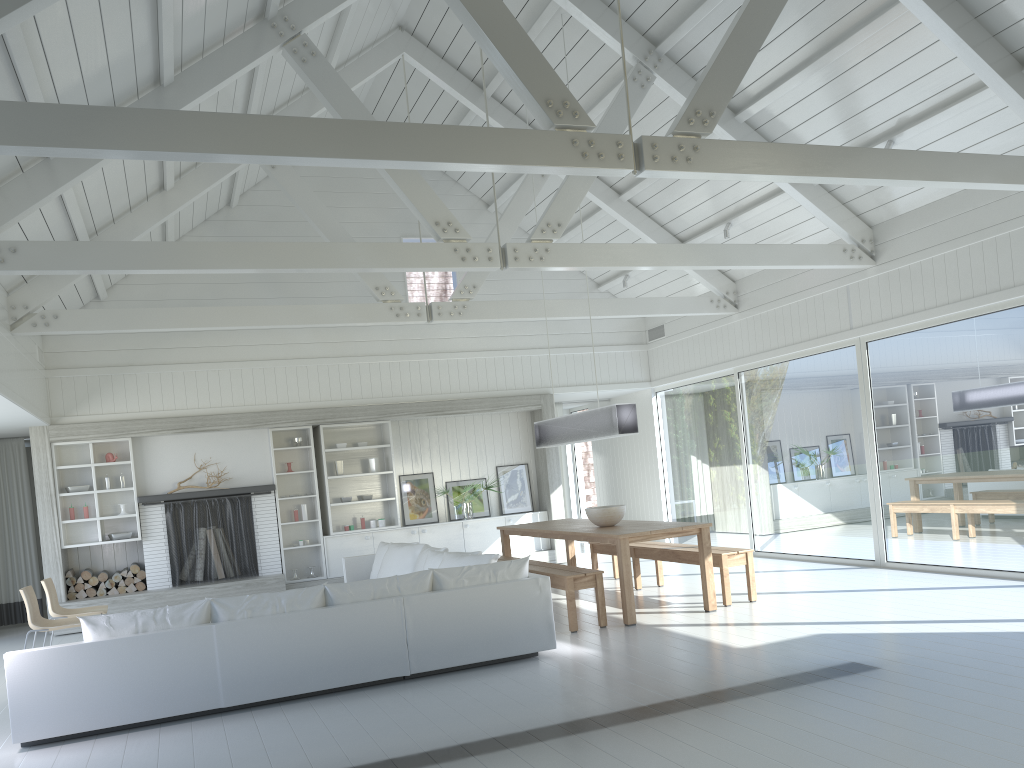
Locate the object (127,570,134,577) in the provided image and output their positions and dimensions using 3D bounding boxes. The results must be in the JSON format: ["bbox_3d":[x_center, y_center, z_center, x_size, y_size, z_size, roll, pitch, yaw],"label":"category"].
[{"bbox_3d":[-4.700,2.322,10.846,0.080,0.080,0.481,-4,-6,-23],"label":"object"}]

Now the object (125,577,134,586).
[{"bbox_3d":[-4.707,2.415,10.855,0.109,0.109,0.497,-4,-5,-23],"label":"object"}]

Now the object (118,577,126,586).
[{"bbox_3d":[-4.782,2.422,10.812,0.080,0.080,0.481,-4,-6,-23],"label":"object"}]

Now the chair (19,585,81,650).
[{"bbox_3d":[-3.797,2.061,7.348,0.553,0.780,0.598,-5,-2,-21],"label":"chair"}]

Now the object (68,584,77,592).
[{"bbox_3d":[-5.287,2.451,10.618,0.080,0.080,0.481,-4,-6,-23],"label":"object"}]

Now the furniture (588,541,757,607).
[{"bbox_3d":[1.542,1.888,9.041,0.339,0.471,2.696,-5,-5,-21],"label":"furniture"}]

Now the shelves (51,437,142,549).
[{"bbox_3d":[-5.007,1.315,10.676,0.863,1.240,0.551,-5,-1,-21],"label":"shelves"}]

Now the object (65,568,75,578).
[{"bbox_3d":[-5.318,2.273,10.611,0.080,0.080,0.481,-4,-6,-23],"label":"object"}]

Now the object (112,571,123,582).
[{"bbox_3d":[-4.835,2.359,10.807,0.109,0.109,0.497,-4,-5,-23],"label":"object"}]

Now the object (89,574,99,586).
[{"bbox_3d":[-5.073,2.380,10.716,0.109,0.109,0.497,-4,-5,-23],"label":"object"}]

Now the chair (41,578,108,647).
[{"bbox_3d":[-4.023,2.158,8.097,0.553,0.780,0.598,-5,-2,-21],"label":"chair"}]

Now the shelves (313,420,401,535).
[{"bbox_3d":[-2.102,1.267,11.929,0.936,1.444,0.607,-5,-1,-21],"label":"shelves"}]

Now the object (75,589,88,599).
[{"bbox_3d":[-5.195,2.535,10.682,0.133,0.147,0.551,-5,-5,-22],"label":"object"}]

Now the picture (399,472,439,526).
[{"bbox_3d":[-1.285,1.591,12.190,0.493,0.704,0.065,-5,0,-21],"label":"picture"}]

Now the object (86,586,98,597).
[{"bbox_3d":[-5.095,2.512,10.704,0.109,0.111,0.497,-4,-5,-23],"label":"object"}]

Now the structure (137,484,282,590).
[{"bbox_3d":[-3.824,1.999,11.231,1.611,1.287,0.863,-4,-2,-21],"label":"structure"}]

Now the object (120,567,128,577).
[{"bbox_3d":[-4.760,2.314,10.823,0.086,0.091,0.482,-4,-5,-23],"label":"object"}]

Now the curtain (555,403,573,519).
[{"bbox_3d":[0.466,1.488,13.974,1.003,2.372,0.117,-5,0,-21],"label":"curtain"}]

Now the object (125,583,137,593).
[{"bbox_3d":[-4.690,2.506,10.876,0.133,0.147,0.551,-5,-5,-22],"label":"object"}]

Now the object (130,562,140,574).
[{"bbox_3d":[-4.649,2.271,10.882,0.109,0.111,0.497,-4,-5,-23],"label":"object"}]

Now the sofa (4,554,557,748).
[{"bbox_3d":[-2.052,1.952,7.665,3.466,0.737,4.158,-3,-6,-21],"label":"sofa"}]

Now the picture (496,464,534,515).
[{"bbox_3d":[0.045,1.515,12.702,0.493,0.704,0.065,-5,0,-21],"label":"picture"}]

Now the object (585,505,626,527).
[{"bbox_3d":[0.894,1.257,8.361,0.388,0.185,0.392,-3,-5,-30],"label":"object"}]

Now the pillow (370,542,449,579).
[{"bbox_3d":[-1.044,1.878,9.043,0.460,0.477,2.070,-4,-5,-29],"label":"pillow"}]

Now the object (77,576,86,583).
[{"bbox_3d":[-5.205,2.350,10.652,0.080,0.080,0.481,-4,-6,-23],"label":"object"}]

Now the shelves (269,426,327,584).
[{"bbox_3d":[-2.859,1.587,11.630,0.539,2.001,0.607,-6,0,-21],"label":"shelves"}]

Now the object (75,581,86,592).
[{"bbox_3d":[-5.212,2.443,10.661,0.109,0.109,0.497,-4,-5,-23],"label":"object"}]

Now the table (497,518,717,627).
[{"bbox_3d":[0.806,1.784,8.768,0.903,0.762,2.966,-4,-5,-21],"label":"table"}]

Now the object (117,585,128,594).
[{"bbox_3d":[-4.782,2.515,10.832,0.108,0.106,0.517,-4,-5,-23],"label":"object"}]

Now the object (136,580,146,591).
[{"bbox_3d":[-4.590,2.483,10.899,0.109,0.111,0.497,-4,-5,-23],"label":"object"}]

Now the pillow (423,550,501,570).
[{"bbox_3d":[-0.487,1.666,7.475,0.464,0.477,1.326,-4,-5,-30],"label":"pillow"}]

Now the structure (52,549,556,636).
[{"bbox_3d":[-2.594,2.633,12.004,6.330,0.346,1.893,-3,-6,-21],"label":"structure"}]

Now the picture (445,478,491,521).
[{"bbox_3d":[-0.619,1.630,12.456,0.607,0.553,0.054,-4,0,-21],"label":"picture"}]

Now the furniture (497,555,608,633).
[{"bbox_3d":[0.149,1.968,8.505,0.339,0.471,2.696,-5,-5,-21],"label":"furniture"}]

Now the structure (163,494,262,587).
[{"bbox_3d":[-3.698,1.931,10.899,1.094,1.064,0.117,-4,0,-21],"label":"structure"}]

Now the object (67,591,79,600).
[{"bbox_3d":[-5.286,2.544,10.638,0.108,0.106,0.517,-4,-5,-23],"label":"object"}]

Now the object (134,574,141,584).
[{"bbox_3d":[-4.619,2.400,10.882,0.080,0.080,0.481,-4,-6,-23],"label":"object"}]

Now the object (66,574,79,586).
[{"bbox_3d":[-5.298,2.363,10.630,0.109,0.109,0.497,-4,-5,-23],"label":"object"}]

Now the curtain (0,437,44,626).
[{"bbox_3d":[-6.409,1.866,11.179,0.627,2.372,0.117,-6,0,-22],"label":"curtain"}]

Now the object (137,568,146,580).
[{"bbox_3d":[-4.582,2.347,10.904,0.109,0.109,0.497,-4,-5,-23],"label":"object"}]

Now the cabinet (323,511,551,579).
[{"bbox_3d":[-1.045,2.206,12.282,3.172,0.551,0.657,-3,-4,-21],"label":"cabinet"}]

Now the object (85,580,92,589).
[{"bbox_3d":[-5.124,2.429,10.687,0.080,0.080,0.481,-4,-6,-23],"label":"object"}]
